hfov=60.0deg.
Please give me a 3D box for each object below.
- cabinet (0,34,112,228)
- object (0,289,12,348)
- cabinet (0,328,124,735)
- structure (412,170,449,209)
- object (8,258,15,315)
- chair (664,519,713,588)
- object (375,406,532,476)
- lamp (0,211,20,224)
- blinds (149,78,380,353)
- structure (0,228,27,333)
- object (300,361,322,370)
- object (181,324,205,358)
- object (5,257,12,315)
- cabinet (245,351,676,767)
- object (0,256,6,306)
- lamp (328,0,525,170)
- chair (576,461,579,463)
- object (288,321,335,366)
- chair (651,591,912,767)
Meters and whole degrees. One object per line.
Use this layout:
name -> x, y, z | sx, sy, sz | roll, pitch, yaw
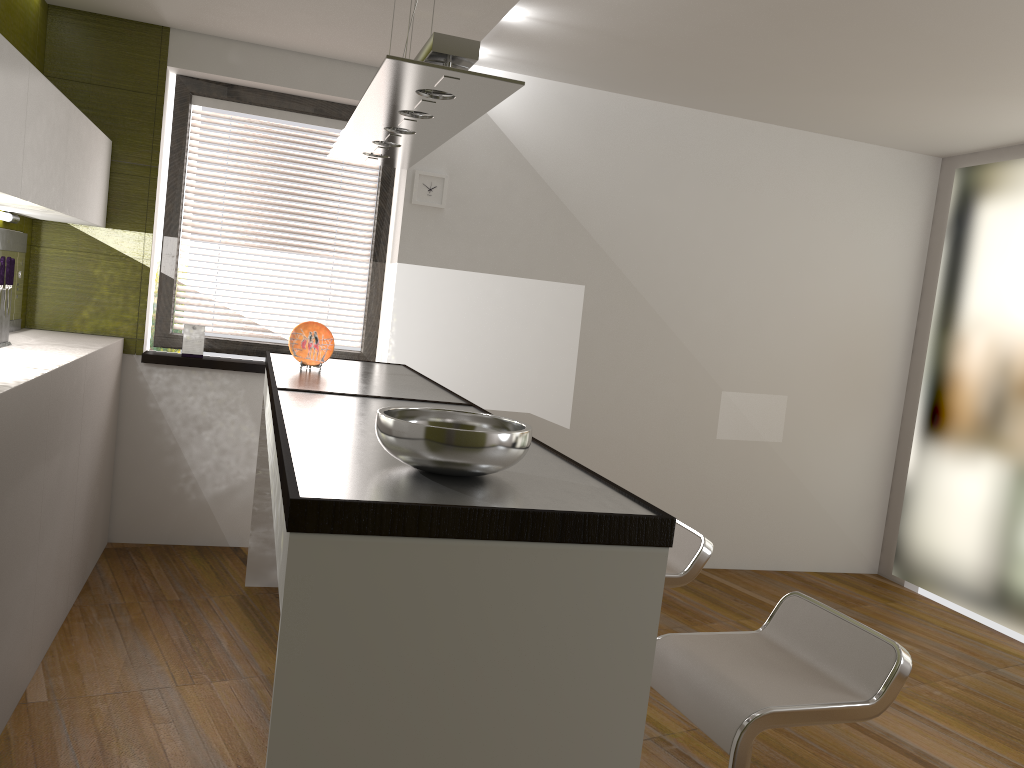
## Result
cabinet -> -1.859, -0.032, 2.806 | 0.724, 2.089, 3.471 | 5, 5, -17
object -> -2.018, -0.255, 3.420 | 0.107, 0.227, 0.293 | 5, 5, -17
cabinet -> -1.874, 0.445, 3.137 | 0.465, 1.086, 2.940 | 5, 5, -17
structure -> -0.443, -1.053, 4.805 | 0.180, 0.180, 0.026 | 5, 5, -17
object -> -1.996, -0.385, 3.528 | 0.013, 0.231, 0.040 | 5, 5, -17
chair -> 0.298, 0.844, 2.819 | 0.460, 0.857, 0.418 | 5, 5, -16
object -> -0.119, 0.121, 1.773 | 0.311, 0.105, 0.311 | 6, 5, -4
lamp -> -2.121, -0.702, 3.675 | 0.095, 0.041, 0.716 | 5, 5, -17
blinds -> -4.565, -3.942, 6.701 | 9.030, 12.704, 16.000 | 9, 5, 23
structure -> -2.268, -0.453, 3.966 | 0.015, 0.469, 0.663 | 5, 5, -17
object -> -0.810, -0.126, 3.575 | 0.088, 0.131, 0.072 | 5, 5, -22
object -> -1.685, -0.228, 4.691 | 0.106, 0.169, 0.057 | 5, 5, -22
object -> -1.982, -0.378, 3.480 | 0.013, 0.243, 0.036 | 5, 5, -17
cabinet -> -0.501, 0.601, 2.916 | 0.663, 1.134, 2.947 | 5, 5, -17
object -> -1.959, -0.358, 3.396 | 0.013, 0.264, 0.042 | 5, 5, -17
lamp -> -0.318, -1.143, 2.801 | 0.326, 0.683, 1.677 | 5, 5, -17
chair -> 0.063, 0.749, 3.627 | 0.460, 0.857, 0.418 | 6, 5, -11
object -> -0.807, -0.163, 3.572 | 0.184, 0.178, 0.055 | 5, 5, -20
chair -> 0.534, 0.940, 2.011 | 0.460, 0.857, 0.418 | 5, 5, -21
